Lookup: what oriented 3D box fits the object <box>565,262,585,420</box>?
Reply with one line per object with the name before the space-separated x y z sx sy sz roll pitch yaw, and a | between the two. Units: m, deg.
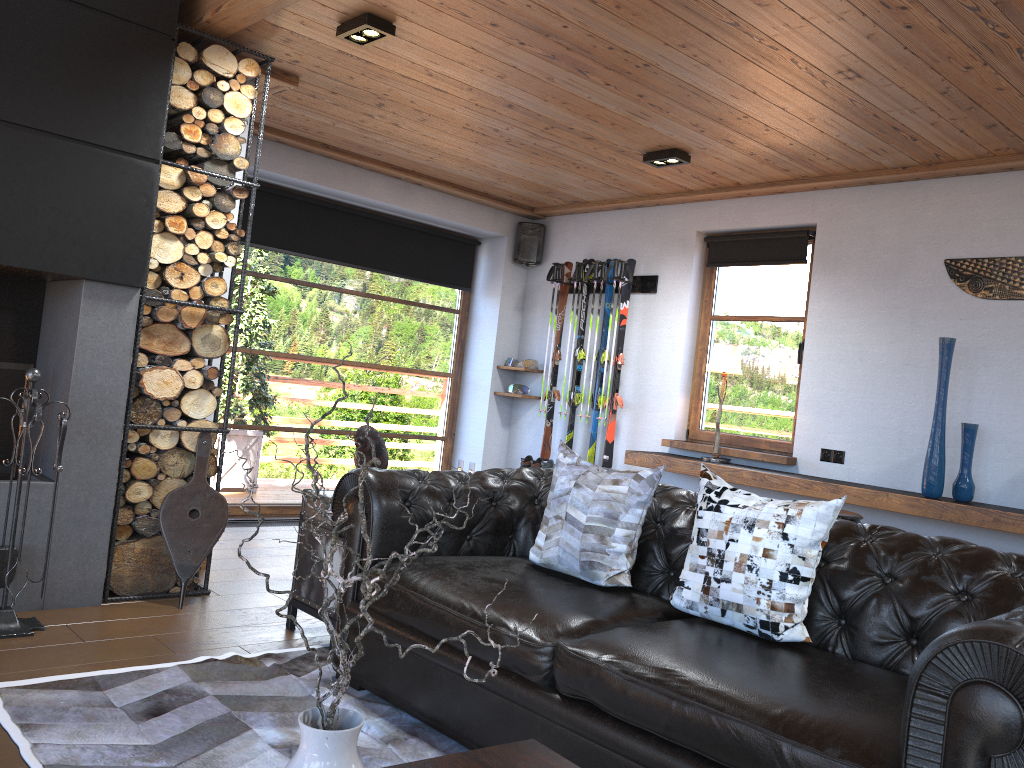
object | 0.459 -0.337 6.973 0.120 1.250 0.059 6 -2 30

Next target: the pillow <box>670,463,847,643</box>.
pillow | 0.753 0.511 2.770 0.286 0.469 0.522 7 -1 -39

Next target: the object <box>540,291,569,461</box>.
object | 0.327 -0.179 7.209 0.116 1.607 0.094 8 -2 -42

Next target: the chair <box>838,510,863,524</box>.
chair | 1.572 1.008 4.642 0.446 0.717 0.436 7 -1 -38

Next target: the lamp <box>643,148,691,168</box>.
lamp | 0.951 -1.393 5.447 0.157 0.068 0.258 7 -1 -42

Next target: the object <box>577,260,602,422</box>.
object | 0.557 -0.327 6.768 0.121 1.250 0.059 6 -1 4

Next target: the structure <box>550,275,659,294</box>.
structure | 0.642 -0.795 6.934 0.322 0.135 1.039 7 -1 -42

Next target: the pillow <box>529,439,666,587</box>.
pillow | 0.303 0.464 3.267 0.286 0.469 0.522 7 -1 -39

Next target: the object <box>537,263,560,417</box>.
object | 0.274 -0.357 7.068 0.058 1.250 0.122 6 -2 30

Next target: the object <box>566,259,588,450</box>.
object | 0.505 -0.191 7.053 0.112 1.622 0.072 8 -2 -43

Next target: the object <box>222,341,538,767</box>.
object | -0.248 0.354 1.301 0.410 0.808 0.613 7 -1 -31

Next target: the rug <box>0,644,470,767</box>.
rug | 0.514 1.187 2.154 2.459 0.053 3.998 7 -1 -42

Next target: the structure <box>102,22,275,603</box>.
structure | -1.650 -0.327 4.297 0.507 2.618 0.506 8 -2 -42

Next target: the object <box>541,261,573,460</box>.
object | 0.384 -0.188 7.130 0.116 1.607 0.094 8 -2 -42

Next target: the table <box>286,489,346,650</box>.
table | -0.672 0.788 3.852 0.410 0.609 0.413 7 -2 -42

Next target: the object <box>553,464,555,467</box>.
object | 0.348 0.733 6.880 0.254 0.270 0.115 7 -1 -37

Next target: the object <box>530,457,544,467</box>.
object | 0.175 0.715 7.049 0.254 0.270 0.115 7 -1 -37

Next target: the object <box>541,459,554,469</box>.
object | 0.257 0.724 6.959 0.254 0.270 0.115 7 -1 -37

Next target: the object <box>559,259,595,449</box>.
object | 0.488 -0.194 6.949 0.102 1.622 0.257 5 -2 44

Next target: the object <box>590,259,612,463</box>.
object | 0.676 -0.173 6.911 0.112 1.622 0.072 8 -2 -43

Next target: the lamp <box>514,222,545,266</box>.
lamp | 0.149 -1.197 7.579 0.216 0.349 0.211 8 -2 -42

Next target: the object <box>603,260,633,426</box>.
object | 0.791 -0.302 6.624 0.120 1.250 0.059 6 -1 9

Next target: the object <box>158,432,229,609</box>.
object | -1.479 0.615 4.110 0.261 0.795 0.270 6 -2 31

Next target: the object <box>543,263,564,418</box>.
object | 0.304 -0.353 7.144 0.120 1.250 0.059 6 -2 30

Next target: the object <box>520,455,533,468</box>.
object | 0.099 0.707 7.136 0.115 0.270 0.254 5 -1 38

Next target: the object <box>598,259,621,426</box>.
object | 0.687 -0.314 6.603 0.120 1.250 0.059 6 -1 14

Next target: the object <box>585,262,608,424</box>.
object | 0.614 -0.321 6.802 0.120 1.250 0.059 6 -2 30

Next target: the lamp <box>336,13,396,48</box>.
lamp | -0.654 -1.586 3.965 0.157 0.068 0.258 7 -1 -42

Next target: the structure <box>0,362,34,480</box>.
structure | -2.419 0.132 3.457 0.993 0.514 0.181 7 -1 -42

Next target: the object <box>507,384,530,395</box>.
object | 0.050 0.043 7.506 0.188 0.084 0.350 7 -1 -6

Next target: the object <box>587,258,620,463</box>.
object | 0.717 -0.169 6.849 0.112 1.622 0.072 8 -2 -43

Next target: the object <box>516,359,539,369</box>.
object | 0.140 -0.168 7.441 0.191 0.084 0.158 7 -1 -44

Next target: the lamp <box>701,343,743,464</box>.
lamp | 1.513 0.489 6.060 0.639 1.482 0.243 7 -2 -39

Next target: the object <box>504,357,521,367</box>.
object | 0.022 -0.180 7.571 0.161 0.084 0.187 7 -1 -44

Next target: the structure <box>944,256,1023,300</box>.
structure | 2.861 -0.562 4.620 0.099 0.240 1.234 8 -1 -42

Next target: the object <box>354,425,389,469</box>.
object | -0.612 0.336 3.839 0.149 0.319 0.248 6 -1 -1

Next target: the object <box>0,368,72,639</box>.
object | -1.917 0.443 3.438 0.307 1.018 0.308 6 -1 3

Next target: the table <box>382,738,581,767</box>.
table | 0.062 0.974 1.618 0.404 0.350 0.643 7 -1 -37

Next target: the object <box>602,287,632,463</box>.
object | 0.770 -0.133 6.719 0.116 1.607 0.094 8 -2 -42

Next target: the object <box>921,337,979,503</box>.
object | 2.374 0.192 4.752 0.273 0.863 0.111 6 -1 3

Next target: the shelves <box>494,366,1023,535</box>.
shelves | 2.088 0.569 5.177 0.619 0.989 6.568 7 -1 -42

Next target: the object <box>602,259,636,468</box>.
object | 0.827 -0.142 6.641 0.116 1.607 0.094 8 -2 -42

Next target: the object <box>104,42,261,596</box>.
object | -1.662 -0.322 4.299 0.499 2.613 0.461 8 -2 -43

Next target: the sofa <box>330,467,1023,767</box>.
sofa | 0.551 0.802 2.873 1.253 0.838 2.537 7 -1 -43
